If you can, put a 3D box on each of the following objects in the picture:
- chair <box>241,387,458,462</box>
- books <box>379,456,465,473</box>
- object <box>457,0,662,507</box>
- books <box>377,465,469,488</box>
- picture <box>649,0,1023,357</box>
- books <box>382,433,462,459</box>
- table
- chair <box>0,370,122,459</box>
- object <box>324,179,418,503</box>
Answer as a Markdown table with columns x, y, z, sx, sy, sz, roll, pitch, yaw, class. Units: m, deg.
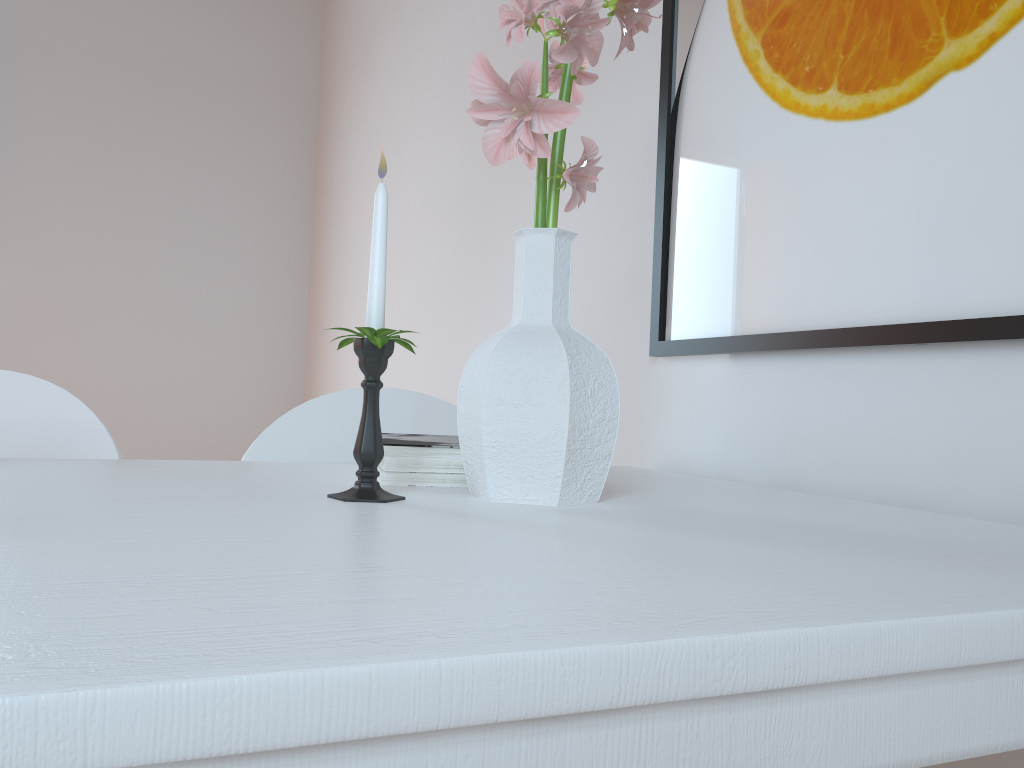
| x | y | z | sx | sy | sz | roll | pitch | yaw | class |
| --- | --- | --- | --- | --- | --- | --- | --- | --- | --- |
| -0.091 | 0.438 | 0.979 | 0.499 | 0.871 | 0.651 | 3 | -2 | -20 | chair |
| -0.058 | 0.083 | 0.995 | 0.190 | 0.014 | 0.255 | 3 | -1 | -12 | books |
| 0.048 | -0.185 | 0.787 | 0.180 | 0.580 | 0.177 | 2 | -2 | 1 | object |
| -0.059 | 0.097 | 0.999 | 0.190 | 0.014 | 0.260 | 3 | -1 | -11 | books |
| 0.406 | -0.565 | 0.943 | 0.017 | 1.053 | 0.809 | 3 | -2 | -26 | picture |
| -0.065 | 0.069 | 0.997 | 0.206 | 0.012 | 0.258 | 3 | -1 | -9 | books |
| -0.234 | 0.475 | 0.655 | 1.258 | 0.771 | 0.844 | 3 | -2 | -25 | table |
| -0.682 | 0.409 | 0.806 | 0.504 | 0.871 | 0.645 | 3 | -2 | 0 | chair |
| -0.114 | -0.053 | 0.746 | 0.080 | 0.298 | 0.079 | 2 | -2 | 15 | object |
